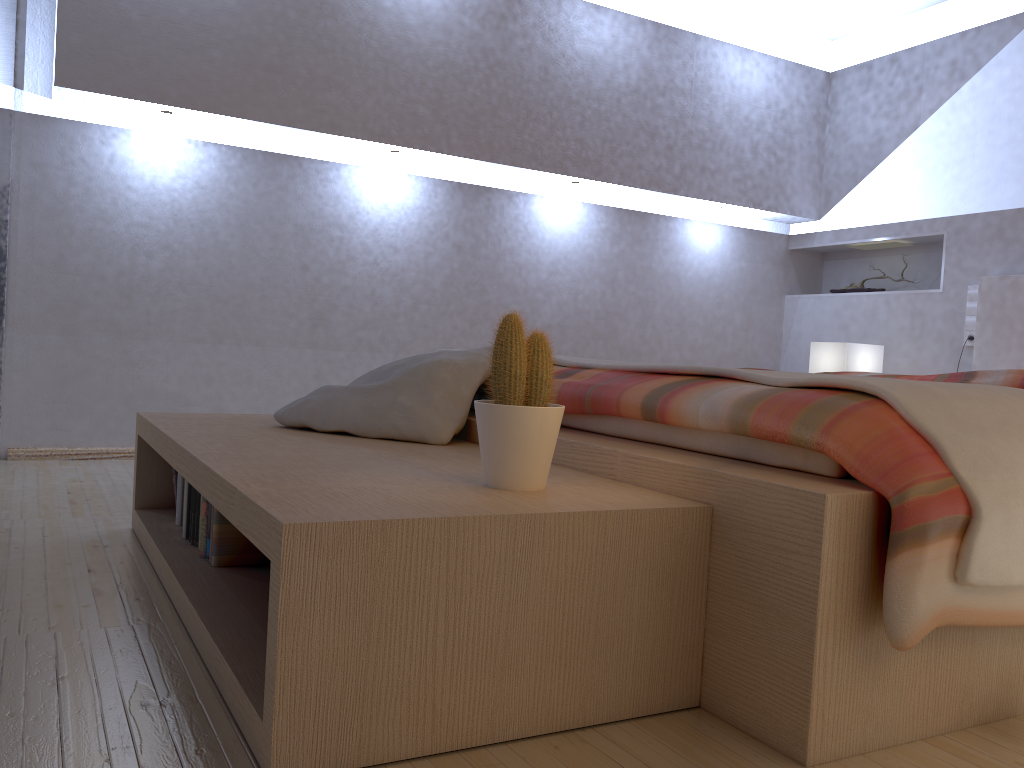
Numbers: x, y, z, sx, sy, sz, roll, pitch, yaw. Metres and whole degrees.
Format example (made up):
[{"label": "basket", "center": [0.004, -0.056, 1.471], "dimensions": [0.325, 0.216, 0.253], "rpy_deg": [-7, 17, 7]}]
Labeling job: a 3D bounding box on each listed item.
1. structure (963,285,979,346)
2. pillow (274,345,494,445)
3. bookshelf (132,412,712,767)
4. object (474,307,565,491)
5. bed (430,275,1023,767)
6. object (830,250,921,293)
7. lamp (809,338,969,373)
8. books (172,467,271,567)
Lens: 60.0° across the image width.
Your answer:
[{"label": "structure", "center": [2.189, -0.322, 4.195], "dimensions": [0.034, 0.286, 0.077], "rpy_deg": [2, 2, -29]}, {"label": "pillow", "center": [-0.270, 0.006, 2.217], "dimensions": [0.498, 0.241, 0.470], "rpy_deg": [4, 2, 26]}, {"label": "bookshelf", "center": [-0.350, 0.278, 1.827], "dimensions": [0.643, 0.303, 1.495], "rpy_deg": [2, 2, -29]}, {"label": "object", "center": [0.012, 0.023, 1.399], "dimensions": [0.144, 0.294, 0.144], "rpy_deg": [3, 2, -4]}, {"label": "bed", "center": [1.268, 0.000, 2.696], "dimensions": [3.009, 0.994, 2.087], "rpy_deg": [2, 2, -29]}, {"label": "object", "center": [2.003, -0.612, 4.869], "dimensions": [0.183, 0.242, 0.589], "rpy_deg": [2, 2, -30]}, {"label": "lamp", "center": [1.804, 0.014, 4.349], "dimensions": [0.684, 0.515, 0.318], "rpy_deg": [3, 2, 0]}, {"label": "books", "center": [-0.690, 0.252, 2.073], "dimensions": [0.157, 0.193, 0.652], "rpy_deg": [2, 2, -29]}]
